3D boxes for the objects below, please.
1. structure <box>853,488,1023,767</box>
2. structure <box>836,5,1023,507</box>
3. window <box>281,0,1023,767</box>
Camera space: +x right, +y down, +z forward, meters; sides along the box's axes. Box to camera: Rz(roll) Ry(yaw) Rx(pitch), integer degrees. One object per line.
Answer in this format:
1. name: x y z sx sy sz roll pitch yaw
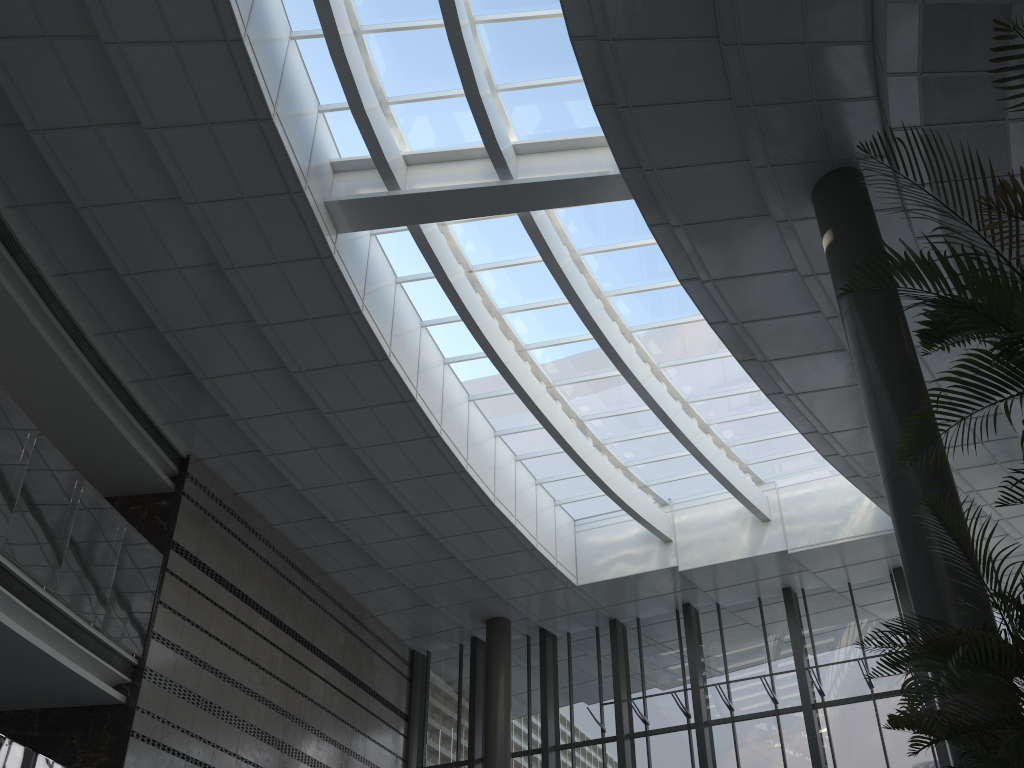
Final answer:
1. structure: 2.559 2.170 3.659 1.644 3.260 2.329 -4 -34 5
2. structure: 2.379 0.533 2.274 2.433 4.072 2.881 -2 -34 3
3. window: -0.394 2.035 7.771 13.975 8.842 20.602 -23 -43 27
